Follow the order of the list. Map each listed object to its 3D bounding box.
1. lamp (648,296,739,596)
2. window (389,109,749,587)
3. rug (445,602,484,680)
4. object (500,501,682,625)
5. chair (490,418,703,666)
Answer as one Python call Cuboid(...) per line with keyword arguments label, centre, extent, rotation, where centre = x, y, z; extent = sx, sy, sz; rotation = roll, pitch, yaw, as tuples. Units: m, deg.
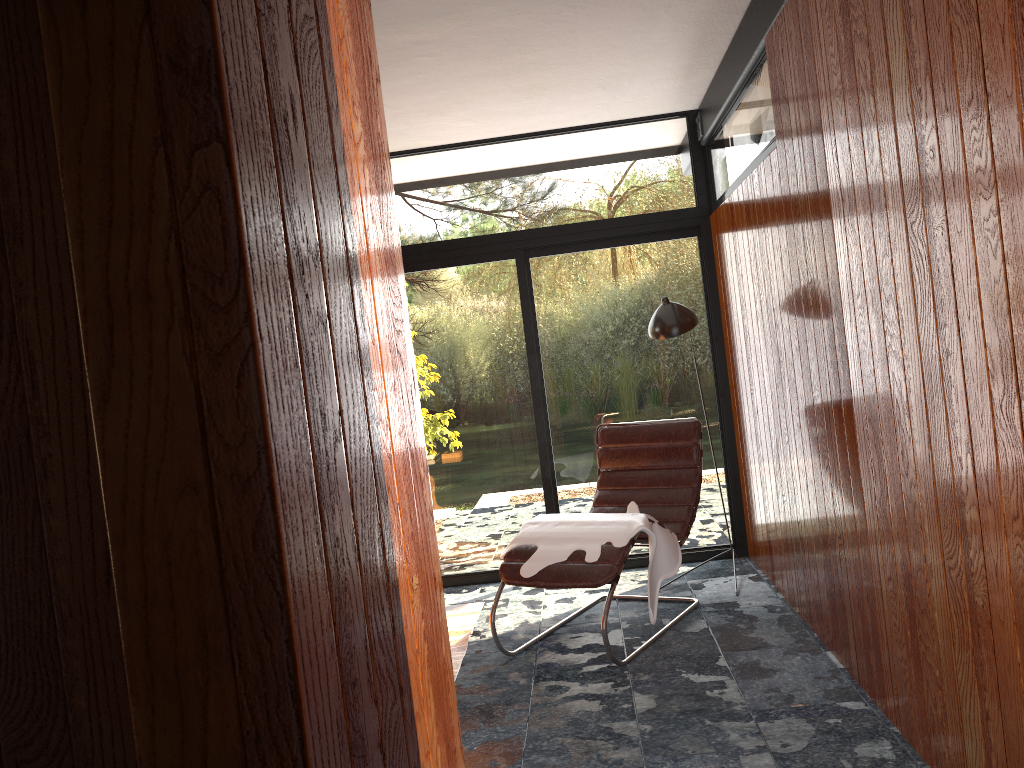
Cuboid(label="lamp", centre=(0.892, 0.300, 4.677), extent=(0.410, 1.514, 0.595), rotation=(-7, 1, 13))
Cuboid(label="window", centre=(0.153, -0.159, 5.195), extent=(2.260, 2.580, 0.085), rotation=(-7, 1, 4))
Cuboid(label="rug", centre=(-1.423, 1.352, 3.688), extent=(2.410, 0.042, 2.439), rotation=(-7, 1, 4))
Cuboid(label="object", centre=(0.413, 0.824, 4.011), extent=(0.897, 0.489, 0.713), rotation=(-8, 1, -28))
Cuboid(label="chair", centre=(0.444, 0.681, 4.134), extent=(0.593, 0.886, 1.298), rotation=(-6, 2, 32))
